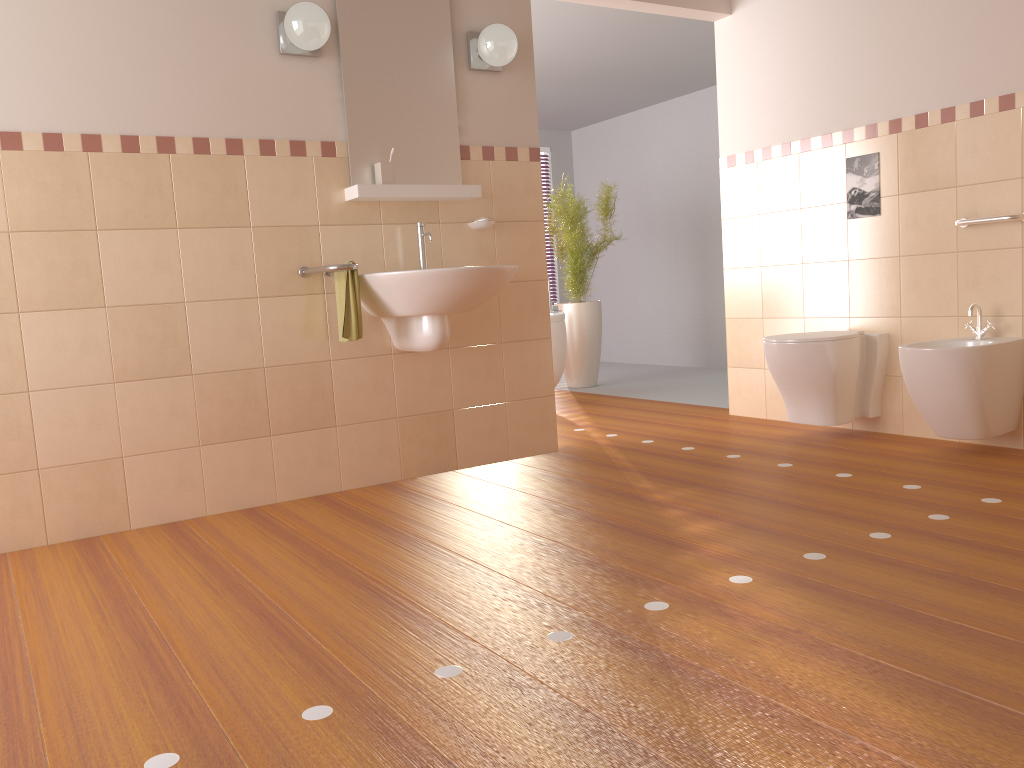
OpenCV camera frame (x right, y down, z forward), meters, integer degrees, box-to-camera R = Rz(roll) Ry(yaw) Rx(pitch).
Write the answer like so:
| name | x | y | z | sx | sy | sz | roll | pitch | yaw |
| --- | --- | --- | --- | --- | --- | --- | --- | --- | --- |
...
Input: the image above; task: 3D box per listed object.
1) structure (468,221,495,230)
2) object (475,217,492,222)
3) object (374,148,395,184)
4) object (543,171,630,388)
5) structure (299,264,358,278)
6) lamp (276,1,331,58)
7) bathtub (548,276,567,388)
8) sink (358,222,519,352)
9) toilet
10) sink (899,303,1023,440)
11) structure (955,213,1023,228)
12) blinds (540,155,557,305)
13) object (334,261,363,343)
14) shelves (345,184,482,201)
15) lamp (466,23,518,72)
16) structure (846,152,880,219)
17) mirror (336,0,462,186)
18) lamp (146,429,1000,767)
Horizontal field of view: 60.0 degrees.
| name | x | y | z | sx | sy | sz | roll | pitch | yaw |
| --- | --- | --- | --- | --- | --- | --- | --- | --- | --- |
| structure | -0.122 | -0.684 | 3.828 | 0.117 | 0.029 | 0.092 | -7 | 7 | -31 |
| object | -0.123 | -0.706 | 3.827 | 0.075 | 0.023 | 0.050 | -1 | 7 | 23 |
| object | -0.507 | -0.865 | 3.545 | 0.063 | 0.149 | 0.073 | -7 | 7 | -31 |
| object | 0.585 | -0.762 | 6.662 | 0.683 | 1.557 | 1.335 | -4 | 6 | 1 |
| structure | -0.685 | -0.434 | 3.355 | 0.142 | 0.042 | 0.333 | -7 | 7 | -31 |
| lamp | -0.771 | -1.333 | 3.318 | 0.173 | 0.173 | 0.209 | -7 | 7 | -31 |
| bathtub | -0.461 | -0.240 | 5.523 | 1.874 | 0.900 | 0.888 | -7 | 7 | -31 |
| sink | -0.268 | -0.390 | 3.498 | 0.683 | 0.516 | 0.539 | -7 | 7 | -31 |
| toilet | 1.397 | -0.028 | 4.032 | 0.534 | 0.400 | 0.375 | -7 | 7 | -31 |
| sink | 1.747 | -0.048 | 3.466 | 0.515 | 0.517 | 0.335 | -7 | 7 | -31 |
| structure | 1.890 | -0.649 | 3.515 | 0.091 | 0.042 | 0.295 | -7 | 7 | -31 |
| blinds | -1.585 | -0.967 | 7.521 | 4.712 | 2.022 | 0.032 | -7 | 7 | -31 |
| object | -0.625 | -0.313 | 3.395 | 0.085 | 0.306 | 0.181 | -5 | 6 | -15 |
| shelves | -0.398 | -0.781 | 3.626 | 0.554 | 0.050 | 0.138 | -7 | 7 | -31 |
| lamp | -0.070 | -1.425 | 3.744 | 0.173 | 0.173 | 0.209 | -7 | 7 | -31 |
| structure | 1.592 | -0.896 | 4.025 | 0.005 | 0.279 | 0.170 | -7 | 7 | -31 |
| mirror | -0.453 | -1.213 | 3.624 | 0.502 | 0.799 | 0.008 | -7 | 7 | -31 |
| lamp | -0.539 | 0.465 | 3.232 | 3.173 | 0.001 | 2.893 | -7 | 7 | -31 |
